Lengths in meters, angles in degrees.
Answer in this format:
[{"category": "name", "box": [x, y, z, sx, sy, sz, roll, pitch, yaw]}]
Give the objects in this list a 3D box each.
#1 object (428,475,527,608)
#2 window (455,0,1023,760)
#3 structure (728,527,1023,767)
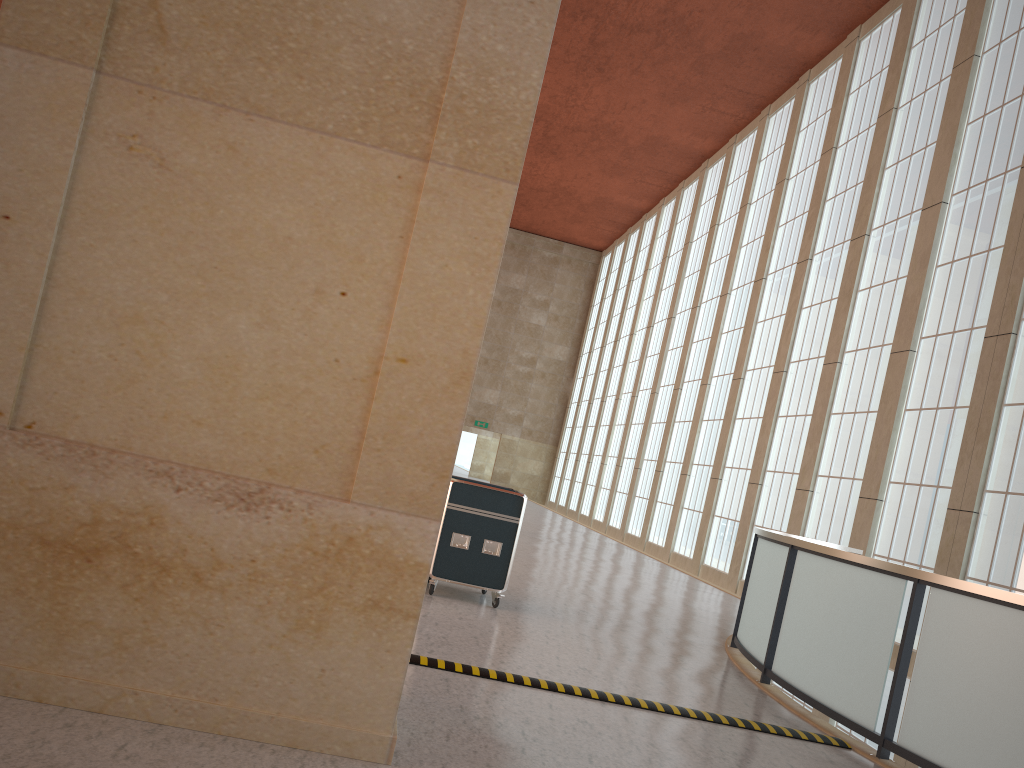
[{"category": "object", "box": [-0.534, 2.102, 11.995, 1.057, 1.539, 1.273, 13, -3, -7]}, {"category": "window", "box": [1.165, 5.743, 74.730, 0.010, 28.577, 165.098, 13, -5, -7]}, {"category": "structure", "box": [5.746, 3.187, 9.272, 5.267, 1.791, 13.061, 14, -5, -17]}]
